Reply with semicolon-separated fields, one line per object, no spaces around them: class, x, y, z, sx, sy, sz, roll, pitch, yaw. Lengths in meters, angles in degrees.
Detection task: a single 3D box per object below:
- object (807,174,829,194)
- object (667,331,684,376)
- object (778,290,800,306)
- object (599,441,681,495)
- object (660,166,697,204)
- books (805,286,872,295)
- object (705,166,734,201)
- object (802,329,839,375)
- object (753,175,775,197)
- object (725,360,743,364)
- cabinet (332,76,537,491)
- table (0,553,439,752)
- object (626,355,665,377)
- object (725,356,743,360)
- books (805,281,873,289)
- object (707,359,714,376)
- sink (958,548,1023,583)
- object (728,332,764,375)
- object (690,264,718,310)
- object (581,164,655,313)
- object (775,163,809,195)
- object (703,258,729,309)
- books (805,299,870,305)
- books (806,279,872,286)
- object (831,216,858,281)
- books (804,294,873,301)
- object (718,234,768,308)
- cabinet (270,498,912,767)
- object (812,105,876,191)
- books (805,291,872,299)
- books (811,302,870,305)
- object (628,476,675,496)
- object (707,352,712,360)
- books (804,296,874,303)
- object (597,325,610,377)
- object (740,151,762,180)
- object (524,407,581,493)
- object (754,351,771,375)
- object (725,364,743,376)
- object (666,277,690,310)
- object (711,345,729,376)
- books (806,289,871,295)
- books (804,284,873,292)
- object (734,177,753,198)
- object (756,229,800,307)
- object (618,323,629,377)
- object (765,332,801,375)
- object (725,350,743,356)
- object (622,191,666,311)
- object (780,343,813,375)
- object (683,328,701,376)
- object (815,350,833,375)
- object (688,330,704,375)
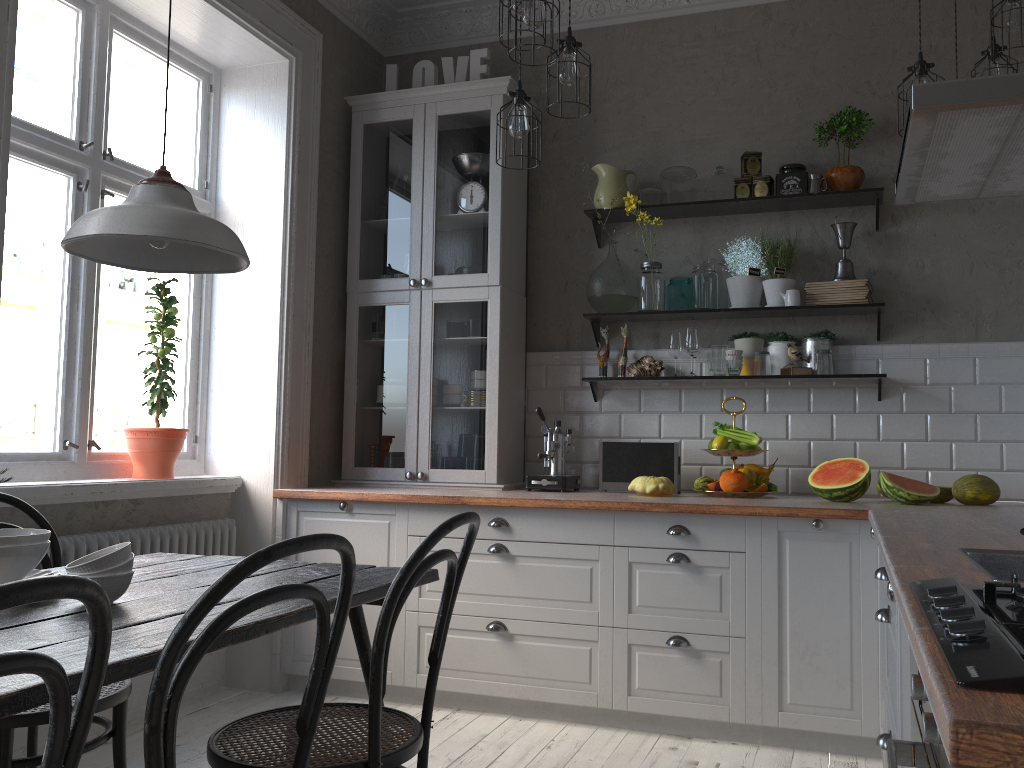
object;1.327;-0.863;3.841;0.092;0.096;0.075;-1;-4;20
object;0.755;-0.133;4.077;0.081;0.217;0.082;1;-4;6
object;1.214;-0.369;3.834;0.064;0.071;0.104;4;-5;-40
object;0.566;0.369;3.919;0.347;0.226;0.089;-1;-4;19
object;0.769;-0.896;4.098;0.175;0.184;0.169;3;-5;-31
books;1.425;-0.399;3.863;0.257;0.011;0.160;-1;-4;25
object;0.970;-0.908;4.132;0.142;0.220;0.138;2;-4;-21
object;1.361;-0.132;3.912;0.157;0.213;0.155;0;-4;17
object;1.126;-0.865;3.962;0.081;0.113;0.084;-1;-5;30
object;0.975;-0.078;3.886;0.076;0.051;0.078;0;-4;13
cabinet;-0.363;-0.440;4.321;0.868;1.921;0.393;0;-4;19
table;-0.959;0.786;1.546;0.893;0.735;1.945;-1;-4;20
object;0.613;-0.080;4.078;0.177;0.111;0.096;1;-4;-3
object;0.976;-0.095;3.887;0.075;0.051;0.079;-2;-5;38
books;1.425;-0.421;3.865;0.256;0.016;0.160;-1;-5;28
object;0.925;-0.067;4.029;0.076;0.083;0.079;-2;-5;37
sink;1.076;0.210;1.516;0.521;0.720;0.492;-1;-4;20
object;1.055;-0.135;3.998;0.157;0.217;0.156;1;-4;0
object;0.864;-0.429;3.986;0.122;0.206;0.127;-3;-6;42
object;0.454;-0.662;4.133;0.337;0.674;0.335;2;-4;-12
object;1.259;-0.893;3.973;0.140;0.174;0.144;-1;-4;20
object;0.940;-0.447;4.123;0.129;0.264;0.133;-1;-5;25
books;1.424;-0.346;3.859;0.257;0.011;0.160;-1;-4;25
books;1.425;-0.432;3.865;0.257;0.011;0.160;-1;-4;25
object;1.450;-0.580;3.864;0.130;0.287;0.131;1;-4;5
books;1.424;-0.367;3.861;0.256;0.016;0.160;-1;-5;28
object;1.072;-0.499;4.016;0.240;0.354;0.239;-2;-5;37
cabinet;0.644;0.809;2.474;2.020;0.854;4.128;3;-4;-24
object;1.462;-1.010;3.862;0.255;0.397;0.246;-3;-6;44
books;1.424;-0.378;3.861;0.257;0.011;0.160;-1;-4;25
books;1.424;-0.334;3.858;0.257;0.011;0.160;-1;-4;22
object;0.583;0.425;3.691;0.194;0.083;0.192;-1;-4;20
object;0.926;-0.100;4.031;0.076;0.083;0.079;-2;-5;37
books;1.424;-0.356;3.860;0.256;0.016;0.161;-2;-5;32
object;0.433;-0.150;4.188;0.053;0.264;0.061;2;-4;-9
object;1.075;-0.977;3.979;0.083;0.113;0.083;1;-4;0
object;0.173;0.295;3.966;0.203;0.370;0.358;-1;-4;20
object;1.103;-0.087;3.901;0.077;0.108;0.078;0;-4;13
object;0.975;-0.061;3.884;0.076;0.051;0.078;0;-4;13
object;0.780;-0.405;4.108;0.124;0.172;0.128;-1;-4;23
object;0.928;-0.101;3.950;0.079;0.139;0.078;1;-4;-8
books;1.424;-0.389;3.862;0.257;0.011;0.160;-1;-4;22
books;1.425;-0.410;3.864;0.256;0.016;0.161;-2;-5;32
object;1.045;-0.864;3.994;0.081;0.113;0.084;-1;-4;20
object;1.177;-0.516;3.926;0.186;0.380;0.167;2;-4;-19
object;0.526;-0.152;4.140;0.063;0.264;0.052;4;-5;-34
object;1.204;-0.132;3.956;0.150;0.214;0.170;4;-5;-40
object;0.976;-0.121;3.889;0.077;0.051;0.077;0;-4;6
object;0.600;-0.599;4.031;0.190;0.540;0.283;0;-4;12
object;1.241;-0.105;3.847;0.119;0.147;0.100;2;-4;-13
object;0.805;-0.140;3.960;0.081;0.217;0.082;1;-4;6
object;1.336;-0.091;3.794;0.077;0.108;0.078;0;-4;13
object;0.835;-0.134;4.045;0.081;0.217;0.082;1;-4;6
